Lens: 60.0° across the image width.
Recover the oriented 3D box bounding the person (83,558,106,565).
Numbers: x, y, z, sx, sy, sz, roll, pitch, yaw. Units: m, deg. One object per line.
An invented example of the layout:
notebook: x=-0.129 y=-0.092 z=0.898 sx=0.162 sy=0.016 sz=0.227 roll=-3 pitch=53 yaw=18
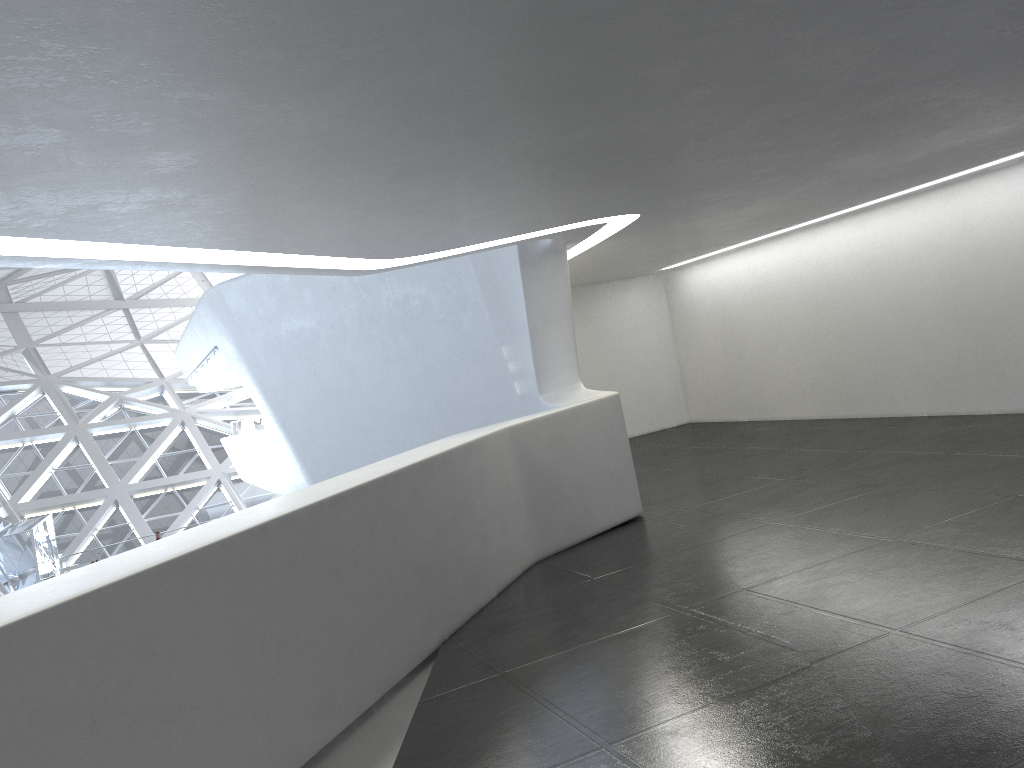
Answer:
person: x=-15.015 y=7.225 z=31.929 sx=0.827 sy=1.733 sz=0.001 roll=-12 pitch=1 yaw=-2

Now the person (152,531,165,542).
person: x=-15.108 y=7.125 z=37.891 sx=0.710 sy=1.613 sz=0.001 roll=-11 pitch=1 yaw=3
